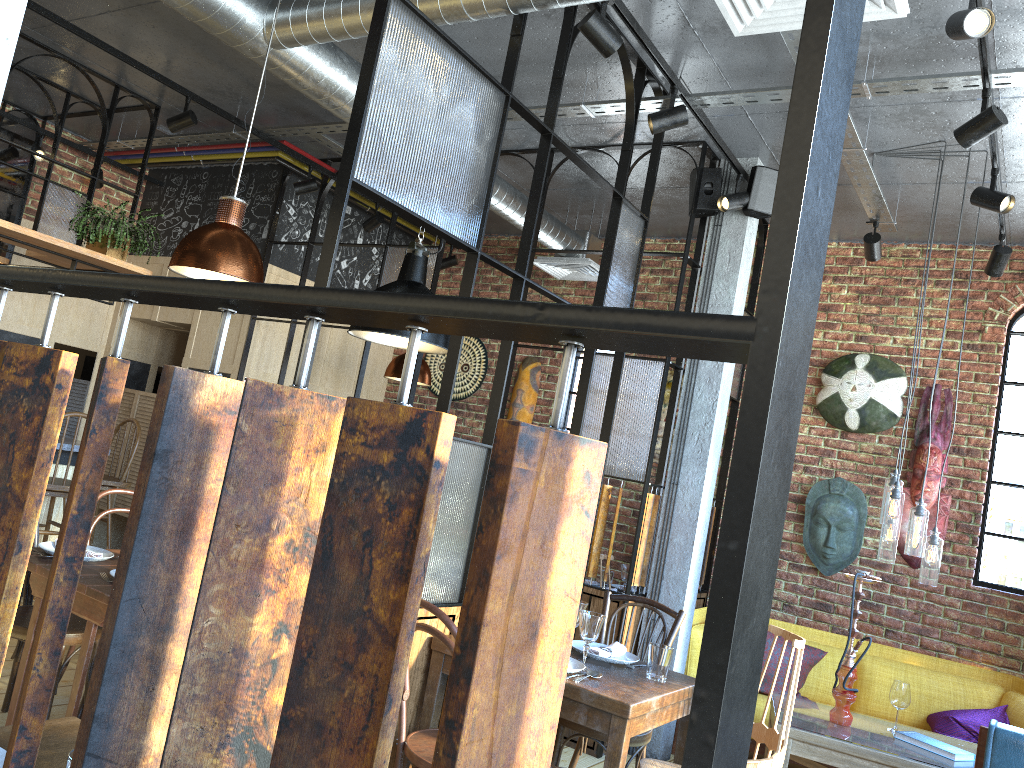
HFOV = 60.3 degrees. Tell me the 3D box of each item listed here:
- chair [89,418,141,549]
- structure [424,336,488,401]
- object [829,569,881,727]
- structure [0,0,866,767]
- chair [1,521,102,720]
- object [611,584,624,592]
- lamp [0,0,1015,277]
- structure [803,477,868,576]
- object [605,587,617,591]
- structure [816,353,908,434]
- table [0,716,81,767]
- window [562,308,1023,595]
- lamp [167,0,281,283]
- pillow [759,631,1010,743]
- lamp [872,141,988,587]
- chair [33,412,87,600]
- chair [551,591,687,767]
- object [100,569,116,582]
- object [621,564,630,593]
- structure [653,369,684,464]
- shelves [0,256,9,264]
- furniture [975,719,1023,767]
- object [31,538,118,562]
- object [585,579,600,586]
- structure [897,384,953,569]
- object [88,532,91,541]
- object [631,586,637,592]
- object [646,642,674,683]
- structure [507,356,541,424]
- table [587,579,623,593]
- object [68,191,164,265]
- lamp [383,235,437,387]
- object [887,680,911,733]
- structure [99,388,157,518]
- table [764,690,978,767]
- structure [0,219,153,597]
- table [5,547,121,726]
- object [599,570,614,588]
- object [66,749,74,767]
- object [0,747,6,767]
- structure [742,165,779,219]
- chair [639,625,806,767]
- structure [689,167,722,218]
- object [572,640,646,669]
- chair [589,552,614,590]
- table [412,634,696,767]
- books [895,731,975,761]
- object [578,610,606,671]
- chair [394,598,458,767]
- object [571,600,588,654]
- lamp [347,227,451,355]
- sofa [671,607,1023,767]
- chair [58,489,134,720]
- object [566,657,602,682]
[{"bbox_3d":[-2.893,0.792,6.042,0.456,1.196,0.392,6,-8,42],"label":"chair"},{"bbox_3d":[-0.499,-0.164,7.583,0.692,0.619,0.075,7,-7,32],"label":"structure"},{"bbox_3d":[1.561,1.213,4.056,0.175,0.704,0.250,8,-6,23],"label":"object"},{"bbox_3d":[-2.103,-0.334,4.086,6.208,3.329,5.677,9,-6,17],"label":"structure"},{"bbox_3d":[-1.833,0.881,3.396,0.530,0.915,0.399,10,-6,8],"label":"chair"},{"bbox_3d":[0.753,1.324,5.712,0.340,0.051,0.257,7,-7,36],"label":"object"},{"bbox_3d":[-1.358,-1.596,4.226,6.551,0.274,6.897,8,-7,33],"label":"lamp"},{"bbox_3d":[2.057,0.914,5.654,0.384,0.640,0.099,7,-7,35],"label":"structure"},{"bbox_3d":[0.572,1.248,5.311,0.340,0.051,0.257,7,-7,36],"label":"object"},{"bbox_3d":[2.260,0.057,5.721,0.556,0.521,0.140,7,-7,34],"label":"structure"},{"bbox_3d":[-0.772,0.973,1.150,0.785,0.727,0.716,7,-7,33],"label":"table"},{"bbox_3d":[2.457,0.095,2.849,3.433,2.431,8.540,11,-5,-3],"label":"window"},{"bbox_3d":[-1.024,-1.059,3.482,0.373,1.336,0.364,10,-6,6],"label":"lamp"},{"bbox_3d":[1.964,1.667,4.978,1.548,0.454,0.386,9,-6,22],"label":"pillow"},{"bbox_3d":[1.930,-0.131,4.333,0.276,2.121,0.524,14,-7,-33],"label":"lamp"},{"bbox_3d":[-2.786,0.734,5.231,0.432,1.196,0.414,6,-7,37],"label":"chair"},{"bbox_3d":[0.404,1.348,3.621,0.422,0.915,0.500,8,-7,27],"label":"chair"},{"bbox_3d":[-1.235,0.668,3.044,0.282,0.051,0.309,7,-7,36],"label":"object"},{"bbox_3d":[0.698,1.210,5.401,0.094,0.192,0.103,15,-7,-37],"label":"object"},{"bbox_3d":[1.104,0.237,6.434,0.616,0.727,0.121,7,-7,33],"label":"structure"},{"bbox_3d":[-4.574,-0.786,5.968,0.632,0.746,2.022,7,-7,32],"label":"shelves"},{"bbox_3d":[1.569,1.440,1.671,1.428,0.823,2.493,8,-7,32],"label":"furniture"},{"bbox_3d":[-1.628,0.612,3.264,0.282,0.051,0.309,7,-7,36],"label":"object"},{"bbox_3d":[0.417,1.249,5.636,0.282,0.051,0.309,7,-7,36],"label":"object"},{"bbox_3d":[2.573,0.577,5.461,0.223,1.147,0.230,12,-6,-11],"label":"structure"},{"bbox_3d":[-1.545,0.577,3.114,0.086,0.119,0.083,10,-6,9],"label":"object"},{"bbox_3d":[0.787,1.277,5.529,0.081,0.119,0.087,14,-6,-26],"label":"object"},{"bbox_3d":[0.521,0.989,3.126,0.087,0.119,0.081,8,-6,23],"label":"object"},{"bbox_3d":[0.041,0.314,7.105,0.242,1.121,0.089,7,-7,34],"label":"structure"},{"bbox_3d":[0.557,1.662,5.492,0.785,0.727,0.716,7,-7,33],"label":"table"},{"bbox_3d":[-2.544,-0.979,5.721,0.619,0.370,0.488,10,-6,11],"label":"object"},{"bbox_3d":[-0.668,-0.671,6.731,0.383,1.336,0.354,8,-6,25],"label":"lamp"},{"bbox_3d":[1.814,1.514,4.135,0.088,0.228,0.093,13,-6,-19],"label":"object"},{"bbox_3d":[-3.496,0.254,4.945,1.286,0.995,4.930,10,-6,5],"label":"structure"},{"bbox_3d":[1.644,1.844,4.000,0.965,0.509,0.727,9,-6,18],"label":"table"},{"bbox_3d":[-3.858,0.025,5.326,1.820,2.175,2.232,7,-7,33],"label":"structure"},{"bbox_3d":[-1.371,1.067,3.330,0.761,0.728,0.984,7,-7,33],"label":"table"},{"bbox_3d":[0.596,1.243,5.578,0.081,0.119,0.087,14,-6,-26],"label":"object"},{"bbox_3d":[-0.591,0.583,1.235,0.085,0.119,0.084,11,-6,2],"label":"object"},{"bbox_3d":[-0.895,0.565,1.306,0.282,0.051,0.309,7,-7,36],"label":"object"},{"bbox_3d":[1.346,-1.043,4.801,0.161,0.268,0.189,13,-6,-17],"label":"structure"},{"bbox_3d":[0.671,1.295,2.917,0.455,1.006,0.530,10,-6,4],"label":"chair"},{"bbox_3d":[1.087,-1.078,4.979,0.187,0.268,0.163,10,-6,6],"label":"structure"},{"bbox_3d":[0.335,1.011,3.366,0.340,0.051,0.257,7,-7,36],"label":"object"},{"bbox_3d":[0.370,1.439,5.008,0.553,1.006,0.436,9,-6,20],"label":"chair"},{"bbox_3d":[0.154,1.354,3.164,0.785,0.727,0.716,7,-7,33],"label":"table"},{"bbox_3d":[1.875,1.607,3.917,0.154,0.028,0.285,15,-7,-33],"label":"books"},{"bbox_3d":[0.264,0.896,3.071,0.097,0.192,0.100,12,-6,-10],"label":"object"},{"bbox_3d":[-0.165,1.151,2.763,0.525,0.921,0.458,15,-7,-35],"label":"chair"},{"bbox_3d":[0.222,0.911,3.316,0.100,0.192,0.097,10,-6,8],"label":"object"},{"bbox_3d":[-0.439,-0.853,4.456,0.555,1.327,0.503,5,-8,45],"label":"lamp"},{"bbox_3d":[1.924,1.858,4.920,2.055,0.763,0.766,9,-6,19],"label":"sofa"},{"bbox_3d":[-1.679,0.953,3.817,0.417,0.921,0.576,16,-7,-40],"label":"chair"},{"bbox_3d":[0.131,0.935,2.999,0.340,0.051,0.257,7,-7,36],"label":"object"}]
